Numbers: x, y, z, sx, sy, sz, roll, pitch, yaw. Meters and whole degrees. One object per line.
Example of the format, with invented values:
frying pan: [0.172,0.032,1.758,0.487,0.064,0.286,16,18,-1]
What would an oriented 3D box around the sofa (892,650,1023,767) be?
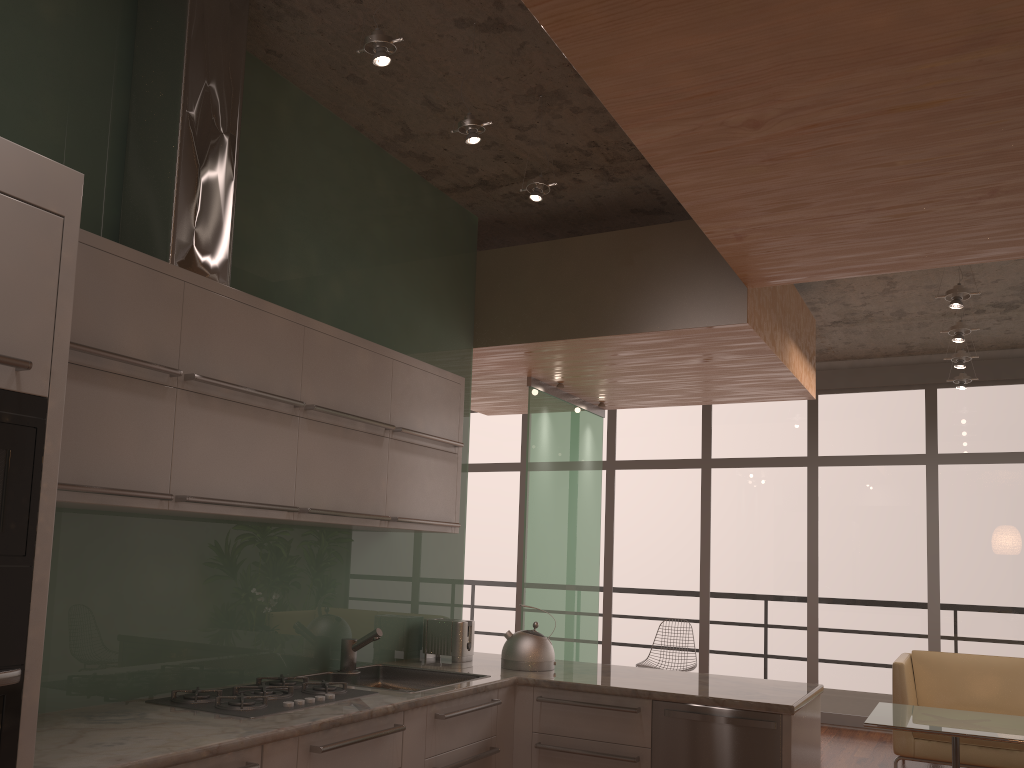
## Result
sofa: [3.646,2.351,6.127,1.810,0.828,0.886,-3,-10,28]

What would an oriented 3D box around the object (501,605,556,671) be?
object: [0.081,1.226,4.285,0.264,0.302,0.263,-6,-11,44]

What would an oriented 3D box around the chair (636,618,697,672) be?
chair: [1.474,2.680,8.339,0.545,0.891,0.565,-2,-8,28]

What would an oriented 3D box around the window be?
window: [1.919,1.561,8.770,8.600,3.245,0.062,-4,-8,28]

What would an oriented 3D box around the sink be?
sink: [-0.505,1.247,3.787,0.619,0.378,0.648,-3,-11,27]

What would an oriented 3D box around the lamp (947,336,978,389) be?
lamp: [3.652,-0.198,7.163,0.199,0.478,0.135,3,-6,-5]

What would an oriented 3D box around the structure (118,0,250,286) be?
structure: [-1.119,-0.869,3.021,0.256,1.121,0.264,-1,-7,28]

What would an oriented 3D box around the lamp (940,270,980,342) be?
lamp: [2.899,-0.511,5.722,0.199,0.478,0.135,3,-6,-5]

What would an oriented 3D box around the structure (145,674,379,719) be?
structure: [-0.867,1.100,3.149,0.491,0.038,0.682,-4,-13,27]

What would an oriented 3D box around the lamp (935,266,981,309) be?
lamp: [2.523,-0.667,5.001,0.199,0.478,0.135,3,-6,-5]

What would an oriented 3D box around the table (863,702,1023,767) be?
table: [3.044,2.244,4.993,1.879,0.553,0.948,-4,-11,28]

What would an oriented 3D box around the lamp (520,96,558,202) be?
lamp: [0.118,-1.010,3.756,0.153,0.465,0.104,3,-6,-5]

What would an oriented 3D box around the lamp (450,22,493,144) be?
lamp: [-0.143,-1.118,3.256,0.153,0.465,0.104,3,-6,-5]

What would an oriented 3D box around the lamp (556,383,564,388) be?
lamp: [0.338,-0.202,6.017,0.103,0.465,0.154,2,-6,0]

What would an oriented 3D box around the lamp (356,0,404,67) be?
lamp: [-0.404,-1.226,2.757,0.153,0.465,0.104,3,-6,-5]

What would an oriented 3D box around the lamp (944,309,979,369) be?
lamp: [3.276,-0.355,6.443,0.199,0.478,0.135,3,-6,-5]

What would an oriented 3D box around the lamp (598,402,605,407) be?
lamp: [0.688,-0.057,6.687,0.103,0.465,0.154,2,-6,0]

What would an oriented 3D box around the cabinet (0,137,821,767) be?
cabinet: [-0.398,0.795,2.657,1.922,2.249,4.281,-2,-11,27]

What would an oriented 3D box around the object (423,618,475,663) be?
object: [-0.316,1.304,4.497,0.238,0.200,0.154,-3,-9,28]

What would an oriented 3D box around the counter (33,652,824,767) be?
counter: [0.468,0.480,2.919,3.231,1.332,3.094,-3,-12,27]
